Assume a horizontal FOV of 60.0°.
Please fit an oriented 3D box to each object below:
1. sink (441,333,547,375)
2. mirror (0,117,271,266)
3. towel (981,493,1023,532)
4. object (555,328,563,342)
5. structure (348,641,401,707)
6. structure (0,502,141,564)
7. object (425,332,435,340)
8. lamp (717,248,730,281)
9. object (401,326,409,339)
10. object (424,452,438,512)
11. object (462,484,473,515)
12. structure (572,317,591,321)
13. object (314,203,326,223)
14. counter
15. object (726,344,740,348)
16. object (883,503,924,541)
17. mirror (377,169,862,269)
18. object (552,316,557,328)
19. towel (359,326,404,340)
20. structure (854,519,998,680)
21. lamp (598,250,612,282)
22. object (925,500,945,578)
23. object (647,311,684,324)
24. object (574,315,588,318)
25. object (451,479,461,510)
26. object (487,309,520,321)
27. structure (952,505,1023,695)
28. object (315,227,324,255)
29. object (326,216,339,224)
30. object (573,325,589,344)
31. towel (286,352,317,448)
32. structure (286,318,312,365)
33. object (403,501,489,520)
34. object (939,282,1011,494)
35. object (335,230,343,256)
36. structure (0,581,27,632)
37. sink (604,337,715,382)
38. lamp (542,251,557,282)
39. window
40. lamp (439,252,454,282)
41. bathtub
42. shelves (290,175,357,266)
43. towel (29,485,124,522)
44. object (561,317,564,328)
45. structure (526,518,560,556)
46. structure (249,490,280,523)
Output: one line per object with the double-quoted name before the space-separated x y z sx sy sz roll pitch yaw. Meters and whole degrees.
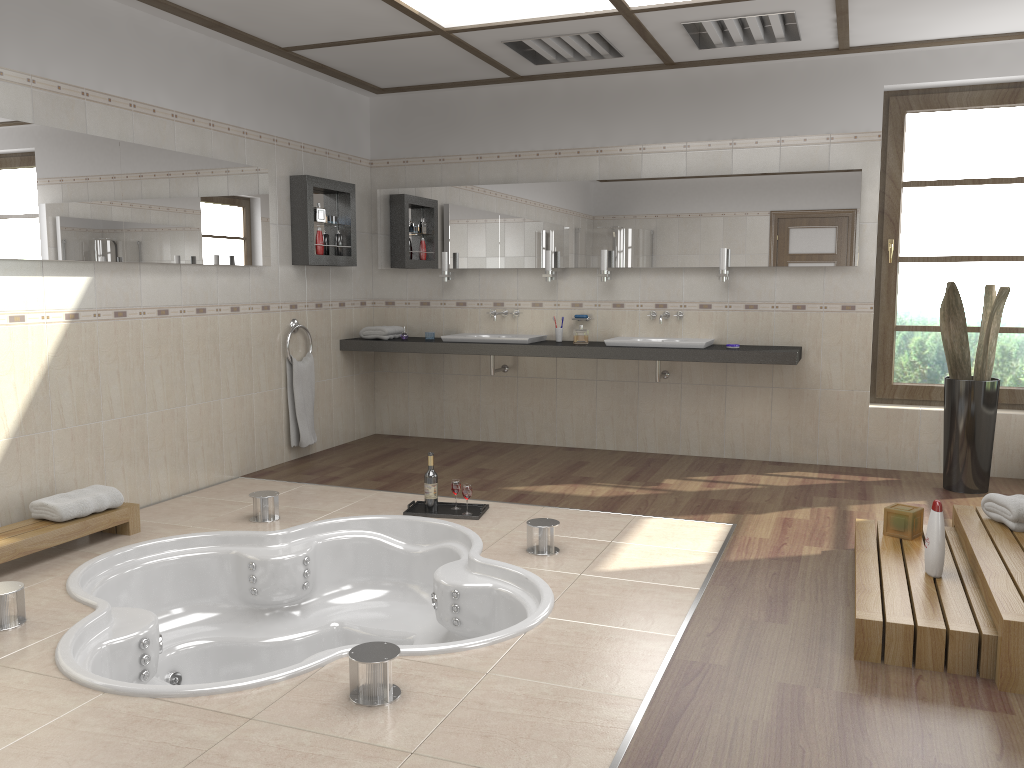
"sink" -0.125 -0.206 6.406 0.670 0.288 0.403 3 7 21
"mirror" -2.165 -0.848 3.879 0.005 0.600 3.600 3 7 21
"towel" 2.175 0.513 3.613 0.399 0.119 0.280 0 7 1
"object" 0.332 -0.347 6.263 0.058 0.100 0.058 4 8 31
"structure" -0.400 0.845 2.589 0.150 0.131 0.150 -2 7 -13
"structure" -2.146 0.710 3.734 0.260 0.140 1.280 3 7 21
"object" -0.608 -0.359 6.575 0.072 0.053 0.102 0 7 -4
"lamp" 1.387 -0.779 5.809 0.068 0.215 0.131 3 7 21
"object" -0.798 -0.380 6.579 0.059 0.094 0.059 2 7 15
"object" -0.423 0.511 4.636 0.070 0.307 0.070 -1 7 -12
"object" -0.231 0.595 4.577 0.055 0.153 0.055 2 7 14
"structure" 0.495 -0.462 6.302 0.124 0.034 0.092 3 7 21
"object" -1.315 -1.167 6.040 0.040 0.130 0.100 3 7 26
"counter" 0.317 -0.247 6.182 3.220 0.080 0.510 3 7 21
"object" 1.425 -0.244 5.719 0.083 0.020 0.083 5 8 35
"object" 1.649 0.579 3.735 0.120 0.120 0.120 -6 9 -44
"mirror" 0.576 -1.110 6.158 3.430 0.600 0.005 3 7 21
"object" 0.306 -0.387 6.244 0.050 0.178 0.012 -4 8 -29
"towel" -0.976 -0.391 6.665 0.233 0.099 0.331 2 7 16
"structure" 1.613 0.758 3.312 0.620 0.140 1.280 3 7 21
"lamp" 0.640 -0.812 6.095 0.068 0.215 0.131 3 7 21
"object" 1.543 0.559 3.231 0.063 0.276 0.134 2 7 13
"object" 1.030 -0.455 6.034 0.245 0.082 0.211 3 7 21
"object" 0.491 -0.479 6.292 0.090 0.027 0.060 3 7 24
"object" -0.296 0.583 4.682 0.055 0.153 0.055 2 7 14
"object" -0.090 -0.504 6.463 0.245 0.082 0.211 3 7 21
"structure" 1.988 0.734 3.169 0.620 0.220 1.450 3 7 21
"object" -1.317 -0.977 6.066 0.044 0.190 0.092 2 7 13
"object" -1.269 -1.146 6.198 0.072 0.053 0.102 3 7 26
"object" 0.471 -0.339 6.065 0.100 0.130 0.040 0 7 -4
"towel" -1.412 0.108 6.022 0.101 0.634 0.280 2 7 18
"structure" -1.445 -0.276 5.983 0.051 0.332 0.291 3 7 21
"object" -0.342 0.653 4.658 0.400 0.040 0.250 1 7 11
"object" 2.613 0.017 5.100 0.343 1.209 0.413 3 7 21
"object" -1.233 -1.002 6.308 0.050 0.184 0.050 4 8 32
"structure" -1.800 0.783 3.125 0.150 0.131 0.150 1 7 11
"sink" 0.995 -0.156 5.978 0.670 0.288 0.403 3 7 21
"lamp" 0.267 -0.829 6.238 0.068 0.215 0.131 3 7 21
"window" 2.865 -0.846 5.569 0.998 1.934 0.117 3 7 21
"lamp" -0.480 -0.861 6.524 0.068 0.215 0.131 3 7 21
"bathtub" -0.830 1.114 3.596 1.751 0.674 1.754 -3 7 -24
"shelves" -1.298 -1.116 6.150 0.135 0.585 0.608 3 7 21
"towel" -2.002 0.549 4.089 0.233 0.099 0.331 3 7 26
"object" 0.343 -0.386 6.247 0.012 0.175 0.054 -6 9 -43
"structure" 0.140 0.685 3.980 0.150 0.131 0.150 3 7 26
"structure" -1.260 0.623 4.515 0.150 0.131 0.150 4 8 30
